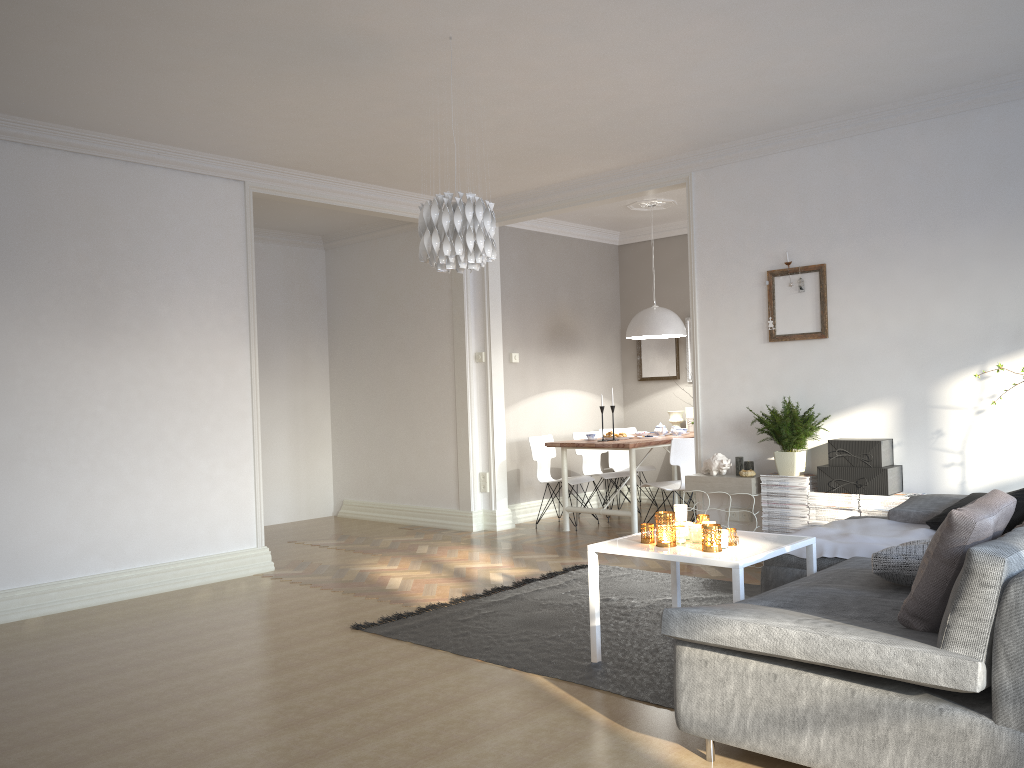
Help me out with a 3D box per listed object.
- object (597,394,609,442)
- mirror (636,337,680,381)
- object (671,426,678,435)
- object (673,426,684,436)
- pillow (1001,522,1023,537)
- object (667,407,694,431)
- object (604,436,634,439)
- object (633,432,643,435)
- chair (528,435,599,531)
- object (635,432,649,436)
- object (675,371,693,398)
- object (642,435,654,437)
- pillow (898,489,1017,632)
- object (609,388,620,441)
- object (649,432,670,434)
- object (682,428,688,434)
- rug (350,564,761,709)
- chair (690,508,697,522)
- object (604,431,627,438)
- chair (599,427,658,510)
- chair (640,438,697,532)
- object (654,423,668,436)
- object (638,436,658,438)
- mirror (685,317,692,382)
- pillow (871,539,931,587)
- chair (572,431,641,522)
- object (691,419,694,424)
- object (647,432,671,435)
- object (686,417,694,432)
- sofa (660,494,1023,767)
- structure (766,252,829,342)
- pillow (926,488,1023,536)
[{"bbox_3d":[0.743,0.273,7.290,0.095,0.396,0.095,-2,0,38],"label":"object"},{"bbox_3d":[1.467,-0.315,8.920,0.474,0.557,0.052,-2,0,43],"label":"mirror"},{"bbox_3d":[1.437,0.411,7.835,0.072,0.086,0.086,-2,0,8],"label":"object"},{"bbox_3d":[1.453,0.409,7.736,0.090,0.086,0.090,-2,0,-3],"label":"object"},{"bbox_3d":[2.097,0.568,3.551,0.414,0.311,0.337,-2,0,-42],"label":"pillow"},{"bbox_3d":[1.660,0.340,8.601,0.310,0.228,0.172,-2,0,-4],"label":"object"},{"bbox_3d":[0.903,0.459,7.584,0.287,0.019,0.287,-2,-1,30],"label":"object"},{"bbox_3d":[1.141,0.445,7.882,0.129,0.038,0.129,-1,-1,-42],"label":"object"},{"bbox_3d":[0.442,0.841,7.702,0.479,0.786,0.431,-2,0,33],"label":"chair"},{"bbox_3d":[1.132,0.443,7.714,0.129,0.038,0.129,-2,-1,43],"label":"object"},{"bbox_3d":[1.825,0.057,8.385,0.698,0.781,0.352,-2,0,25],"label":"object"},{"bbox_3d":[1.150,0.449,7.523,0.100,0.025,0.066,-2,-1,20],"label":"object"},{"bbox_3d":[1.320,0.520,2.625,0.242,0.390,0.426,-2,0,43],"label":"pillow"},{"bbox_3d":[0.836,0.244,7.346,0.095,0.448,0.095,-2,0,38],"label":"object"},{"bbox_3d":[1.326,0.445,8.023,0.201,0.022,0.194,-2,-1,-27],"label":"object"},{"bbox_3d":[1.537,0.424,7.969,0.116,0.056,0.116,-2,-1,15],"label":"object"},{"bbox_3d":[0.611,1.182,4.536,2.112,0.055,2.014,-3,-1,42],"label":"rug"},{"bbox_3d":[1.759,0.793,7.312,0.431,0.786,0.479,-2,0,-42],"label":"chair"},{"bbox_3d":[0.879,0.434,7.591,0.197,0.063,0.188,-2,-1,13],"label":"object"},{"bbox_3d":[1.127,0.829,8.660,0.431,0.786,0.479,-2,0,-16],"label":"chair"},{"bbox_3d":[1.299,0.804,6.979,0.431,0.786,0.479,-2,0,-27],"label":"chair"},{"bbox_3d":[1.305,0.398,7.773,0.124,0.119,0.143,-2,0,-43],"label":"object"},{"bbox_3d":[1.152,0.453,7.534,0.180,0.014,0.180,-2,-1,8],"label":"object"},{"bbox_3d":[1.919,-0.342,8.508,0.544,0.632,0.047,-2,0,43],"label":"mirror"},{"bbox_3d":[1.488,0.628,3.108,0.406,0.194,0.404,-2,-1,29],"label":"pillow"},{"bbox_3d":[0.861,0.832,8.134,0.431,0.786,0.479,-2,0,-37],"label":"chair"},{"bbox_3d":[1.753,0.366,8.173,0.178,0.162,0.169,-2,0,-7],"label":"object"},{"bbox_3d":[1.326,0.450,8.018,0.287,0.019,0.287,-2,-1,15],"label":"object"},{"bbox_3d":[1.710,0.386,8.449,0.094,0.132,0.097,-2,0,9],"label":"object"},{"bbox_3d":[1.571,0.791,3.494,1.555,0.772,2.631,-2,-1,43],"label":"sofa"},{"bbox_3d":[1.822,-0.569,5.693,0.398,0.574,0.053,-2,0,40],"label":"structure"},{"bbox_3d":[2.208,0.589,4.109,0.401,0.248,0.421,-2,0,-27],"label":"pillow"}]
